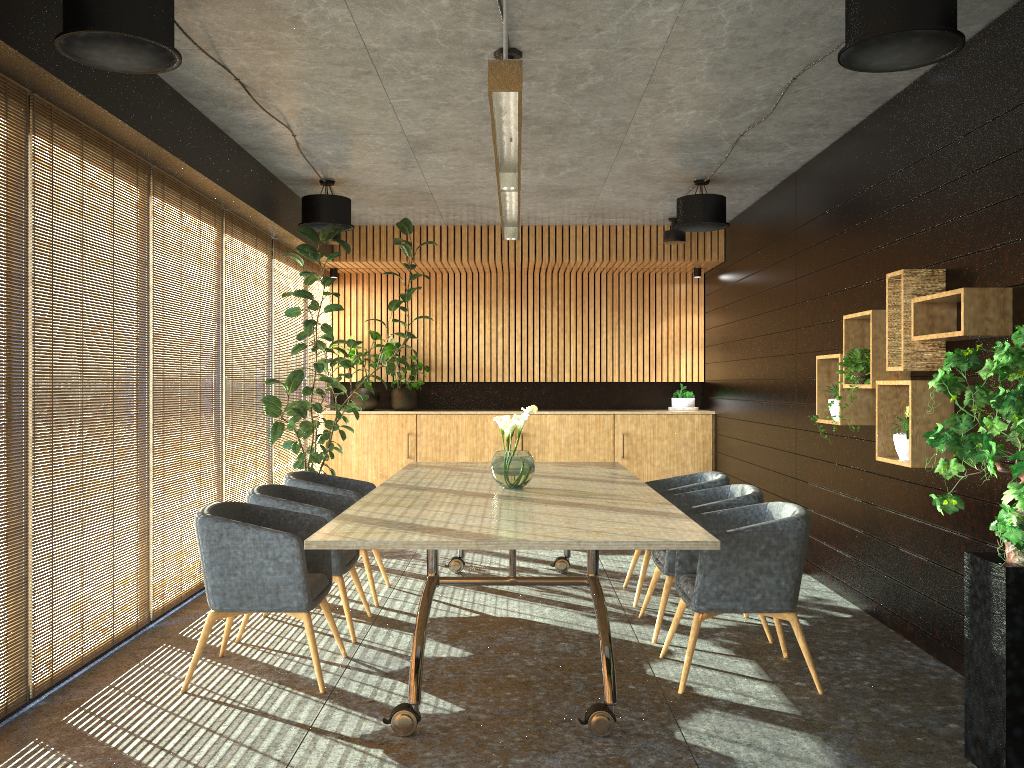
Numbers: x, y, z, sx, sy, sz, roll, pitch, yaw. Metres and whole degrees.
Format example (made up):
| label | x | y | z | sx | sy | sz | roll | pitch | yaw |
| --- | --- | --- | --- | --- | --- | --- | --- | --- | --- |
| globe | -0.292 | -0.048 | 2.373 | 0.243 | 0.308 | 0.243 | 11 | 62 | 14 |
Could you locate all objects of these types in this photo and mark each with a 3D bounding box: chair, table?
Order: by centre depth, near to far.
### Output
| label | x | y | z | sx | sy | sz | roll | pitch | yaw |
| --- | --- | --- | --- | --- | --- | --- | --- | --- | --- |
| chair | 1.249 | 1.140 | 4.925 | 0.761 | 0.944 | 0.706 | 0 | 0 | 0 |
| chair | -1.352 | 1.140 | 4.939 | 0.761 | 0.944 | 0.706 | 0 | 0 | 0 |
| chair | 1.254 | 1.140 | 5.825 | 0.761 | 0.944 | 0.706 | 0 | 0 | 0 |
| table | 0.011 | 1.148 | 5.832 | 1.816 | 0.927 | 3.932 | 0 | 0 | 0 |
| chair | -1.347 | 1.140 | 5.839 | 0.761 | 0.944 | 0.706 | 0 | 0 | 0 |
| chair | 1.259 | 1.140 | 6.724 | 0.761 | 0.944 | 0.706 | 0 | 0 | 0 |
| chair | -1.342 | 1.140 | 6.738 | 0.761 | 0.944 | 0.706 | 0 | 0 | 0 |

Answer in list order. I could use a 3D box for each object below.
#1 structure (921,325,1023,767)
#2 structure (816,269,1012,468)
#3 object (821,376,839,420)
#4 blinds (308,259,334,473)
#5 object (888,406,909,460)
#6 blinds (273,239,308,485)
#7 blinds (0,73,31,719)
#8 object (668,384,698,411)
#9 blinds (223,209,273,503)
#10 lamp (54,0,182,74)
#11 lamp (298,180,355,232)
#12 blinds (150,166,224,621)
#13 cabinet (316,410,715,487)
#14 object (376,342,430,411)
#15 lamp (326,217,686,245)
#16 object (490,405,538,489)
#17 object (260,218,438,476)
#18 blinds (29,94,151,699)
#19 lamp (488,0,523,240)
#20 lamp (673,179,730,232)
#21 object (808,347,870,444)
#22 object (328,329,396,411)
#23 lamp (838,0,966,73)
| label | x | y | z | sx | sy | sz | roll | pitch | yaw |
| --- | --- | --- | --- | --- | --- | --- | --- | --- | --- |
| structure | 2.066 | 0.619 | 3.026 | 0.952 | 1.987 | 2.081 | 0 | 0 | 2 |
| structure | 2.369 | -0.094 | 5.489 | 0.242 | 1.130 | 2.172 | 0 | 0 | 0 |
| object | 2.336 | 0.100 | 6.308 | 0.241 | 0.318 | 0.226 | 0 | 0 | -25 |
| blinds | -2.372 | 0.056 | 11.043 | 0.039 | 3.038 | 1.422 | 0 | 0 | 0 |
| object | 2.334 | 0.287 | 5.241 | 0.226 | 0.318 | 0.241 | 0 | 0 | 0 |
| blinds | -2.380 | 0.056 | 9.575 | 0.039 | 3.038 | 1.422 | 0 | 0 | 0 |
| blinds | -2.412 | 0.056 | 3.697 | 0.039 | 3.038 | 1.422 | 0 | 0 | 0 |
| object | 2.219 | 0.170 | 11.487 | 0.384 | 0.347 | 0.384 | 0 | 0 | 23 |
| blinds | -2.388 | 0.056 | 8.081 | 0.039 | 3.038 | 1.422 | 0 | 0 | 0 |
| lamp | -1.728 | -1.666 | 3.909 | 0.513 | 0.497 | 0.513 | 0 | 0 | -11 |
| lamp | -1.723 | -1.666 | 8.241 | 0.513 | 0.497 | 0.513 | 0 | 0 | -29 |
| blinds | -2.396 | 0.056 | 6.613 | 0.039 | 3.038 | 1.422 | 0 | 0 | 0 |
| cabinet | 0.045 | 0.978 | 11.428 | 4.954 | 1.272 | 1.006 | 0 | 0 | 0 |
| object | -1.417 | -0.097 | 11.334 | 0.679 | 0.880 | 0.512 | 0 | 0 | 4 |
| lamp | -0.115 | -1.753 | 10.088 | 4.179 | 0.294 | 0.257 | 0 | 0 | 0 |
| object | 0.007 | 0.412 | 5.853 | 0.295 | 0.546 | 0.322 | 0 | 0 | 10 |
| object | -1.940 | -0.022 | 9.036 | 1.958 | 3.266 | 1.875 | 0 | 0 | 39 |
| blinds | -2.022 | 0.075 | 2.576 | 1.388 | 3.075 | 6.486 | 0 | 0 | -18 |
| lamp | -0.019 | -1.580 | 5.845 | 0.151 | 0.618 | 4.009 | 0 | 0 | 0 |
| lamp | 1.754 | -1.666 | 8.222 | 0.513 | 0.497 | 0.513 | 0 | 0 | 30 |
| object | 2.224 | 0.077 | 5.810 | 0.401 | 0.633 | 0.445 | 0 | 0 | -19 |
| object | -1.930 | -0.184 | 11.352 | 0.666 | 1.054 | 0.640 | 0 | 0 | 42 |
| lamp | 1.702 | -1.666 | 3.890 | 0.513 | 0.497 | 0.513 | 0 | 0 | 30 |
